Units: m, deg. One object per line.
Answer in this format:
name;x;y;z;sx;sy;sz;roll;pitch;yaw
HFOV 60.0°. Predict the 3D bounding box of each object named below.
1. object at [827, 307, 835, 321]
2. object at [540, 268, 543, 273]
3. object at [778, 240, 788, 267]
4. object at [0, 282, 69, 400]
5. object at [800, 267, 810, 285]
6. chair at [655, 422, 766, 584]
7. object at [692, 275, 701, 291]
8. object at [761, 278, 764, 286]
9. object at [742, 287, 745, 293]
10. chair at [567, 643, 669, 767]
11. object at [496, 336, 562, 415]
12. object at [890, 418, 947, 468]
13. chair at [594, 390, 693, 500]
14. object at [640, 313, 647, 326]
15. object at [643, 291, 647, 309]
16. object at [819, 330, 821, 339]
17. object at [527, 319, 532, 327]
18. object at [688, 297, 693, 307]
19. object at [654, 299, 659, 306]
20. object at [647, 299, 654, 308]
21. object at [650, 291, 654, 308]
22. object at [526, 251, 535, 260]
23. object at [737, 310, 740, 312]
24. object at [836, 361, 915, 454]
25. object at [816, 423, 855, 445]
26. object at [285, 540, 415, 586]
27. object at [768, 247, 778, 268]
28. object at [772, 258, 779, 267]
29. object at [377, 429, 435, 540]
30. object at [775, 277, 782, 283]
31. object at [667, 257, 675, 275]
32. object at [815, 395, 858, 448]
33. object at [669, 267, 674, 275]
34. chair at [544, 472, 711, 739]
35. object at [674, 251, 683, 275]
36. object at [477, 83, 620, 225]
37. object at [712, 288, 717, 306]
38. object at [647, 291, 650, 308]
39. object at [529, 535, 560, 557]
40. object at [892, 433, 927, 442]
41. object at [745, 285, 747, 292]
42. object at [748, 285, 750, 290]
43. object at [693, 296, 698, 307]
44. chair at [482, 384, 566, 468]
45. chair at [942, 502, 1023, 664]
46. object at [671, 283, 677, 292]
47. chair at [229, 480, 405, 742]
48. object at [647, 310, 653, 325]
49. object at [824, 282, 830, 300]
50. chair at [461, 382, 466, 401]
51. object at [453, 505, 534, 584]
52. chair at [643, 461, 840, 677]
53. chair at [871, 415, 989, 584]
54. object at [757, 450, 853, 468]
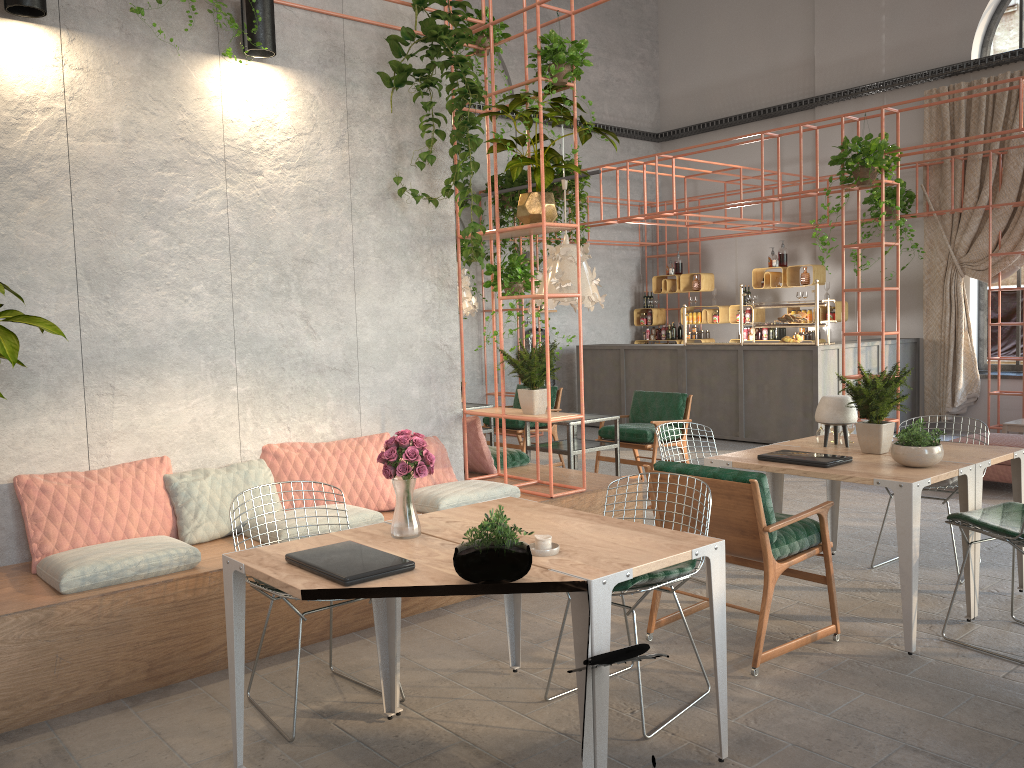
object;4.418;-0.964;12.254;0.131;0.207;0.131;-1;4;5
object;0.523;-1.752;13.615;0.263;0.101;0.013;-5;5;-40
object;3.938;-1.892;12.892;0.134;0.386;0.134;1;5;38
object;-2.411;-0.108;3.718;0.934;0.919;0.903;0;4;21
object;4.167;-1.532;12.596;0.137;0.261;0.137;-2;4;-4
chair;1.289;0.740;5.689;0.565;0.941;0.717;-5;5;-39
object;2.924;-1.599;14.058;0.137;0.261;0.137;-2;4;-4
object;3.740;-1.501;13.117;0.097;0.148;0.097;-6;6;-44
object;3.460;-1.335;13.306;0.066;0.291;0.066;0;4;20
chair;0.347;1.003;2.461;0.565;0.941;0.717;-4;5;-24
object;0.142;-0.056;5.963;0.438;0.527;0.368;-5;5;-40
object;2.088;0.301;4.576;0.248;0.247;0.254;-5;5;-40
chair;1.254;0.553;8.422;0.685;0.929;0.722;-5;5;-40
object;2.208;-1.082;14.832;0.131;0.207;0.131;-1;4;5
object;2.217;-1.402;14.768;0.066;0.291;0.066;0;4;20
object;4.355;-0.708;12.631;0.073;0.131;0.073;2;6;43
object;0.253;-0.929;13.482;0.093;0.121;0.049;-5;5;-38
object;2.841;-1.305;14.064;0.083;0.159;0.083;-4;5;-31
object;2.400;-1.337;14.786;0.115;0.147;0.115;-1;4;5
object;2.300;-1.328;14.701;0.115;0.147;0.115;-1;4;5
object;2.339;-1.413;14.869;0.066;0.291;0.066;-2;4;0
object;0.278;-1.933;13.379;0.133;0.145;0.133;-1;4;12
object;3.451;-1.015;13.370;0.131;0.207;0.131;-1;4;5
object;2.057;0.128;5.007;0.438;0.527;0.368;-5;5;-40
object;1.997;0.285;5.473;0.210;0.154;0.165;2;5;39
object;-0.556;0.605;3.018;0.268;0.031;0.427;-5;5;-40
object;3.843;-1.859;13.064;0.134;0.301;0.134;1;5;38
object;3.814;-1.752;12.833;0.088;0.123;0.088;-1;4;16
object;-0.402;0.381;3.401;0.225;0.414;0.213;2;6;42
object;3.875;-1.482;12.849;0.123;0.142;0.141;-5;5;-40
object;2.601;-1.926;14.526;0.134;0.301;0.134;1;5;38
object;1.944;0.227;5.320;0.241;0.313;0.241;-1;4;5
object;2.572;-1.819;14.295;0.088;0.123;0.088;-1;4;16
chair;0.502;0.900;3.813;0.717;0.941;0.565;-6;6;-44
object;2.696;-1.959;14.354;0.134;0.386;0.134;-2;4;-6
object;0.228;-1.523;5.860;0.934;0.947;0.903;-1;4;11
object;3.163;-1.358;13.871;0.075;0.273;0.075;-1;4;16
object;2.275;-1.408;14.818;0.066;0.291;0.066;-5;5;-34
object;0.109;0.558;3.112;0.115;0.078;0.115;-5;5;-34
object;2.400;0.332;5.387;0.218;0.041;0.218;-4;5;-32
object;3.518;-1.341;13.356;0.066;0.291;0.066;-5;5;-34
object;3.582;-1.346;13.407;0.066;0.291;0.066;-2;4;0
object;2.900;-1.302;13.995;0.083;0.159;0.083;-4;5;-31
chair;0.108;0.492;9.770;0.685;0.930;0.722;-5;5;-40
chair;2.497;0.804;4.280;0.565;0.941;0.717;-4;5;-24
object;2.633;-1.549;14.311;0.123;0.142;0.141;-5;5;-40
chair;-0.861;0.939;3.870;0.565;0.941;0.717;-5;5;-39
object;2.299;-1.101;14.703;0.072;0.248;0.094;-5;5;-40
object;4.406;-1.290;12.409;0.075;0.273;0.075;1;5;38
chair;-1.014;0.431;11.090;0.685;0.930;0.722;-5;5;-40
object;-0.062;0.501;2.757;0.248;0.247;0.254;-5;5;-40
chair;1.135;0.839;4.451;0.685;0.917;0.722;-5;5;-40
chair;2.652;0.701;5.632;0.717;0.941;0.565;-6;6;-44
object;1.594;0.406;4.837;0.268;0.031;0.427;-5;5;-40
